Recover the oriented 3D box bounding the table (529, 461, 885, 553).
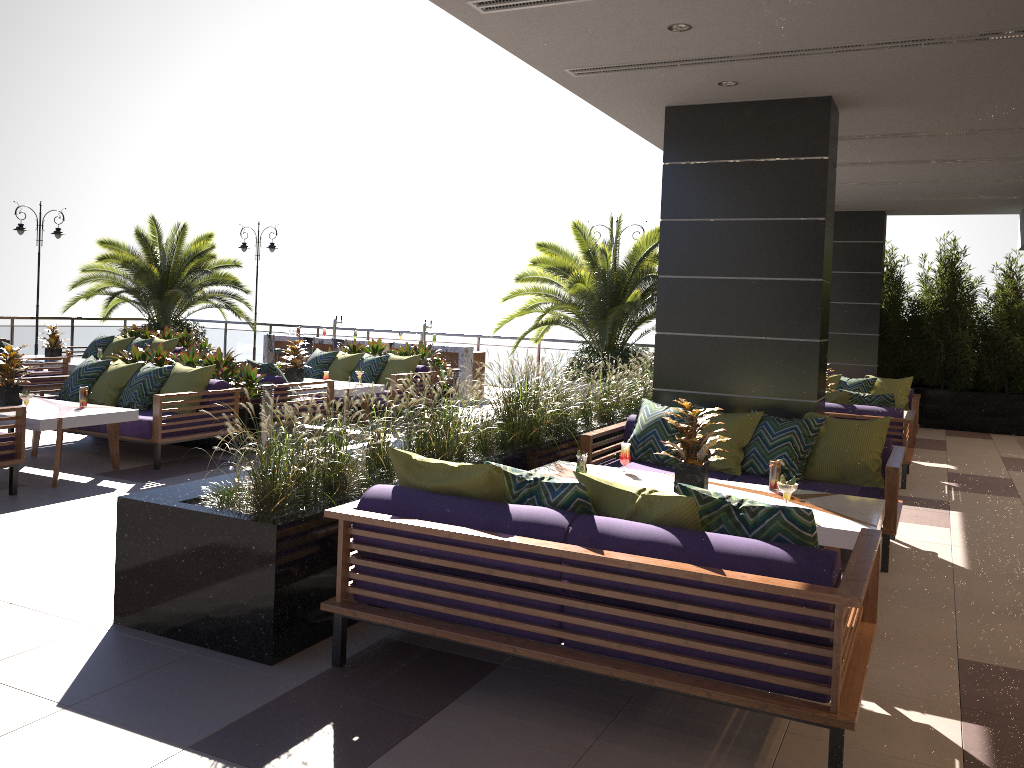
[{"bbox_3d":[1.013,0.894,5.109,2.040,0.553,0.942,5,4,26],"label":"table"}]

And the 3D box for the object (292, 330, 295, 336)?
[{"bbox_3d":[-4.264,-0.959,17.384,0.105,0.208,0.105,2,2,1],"label":"object"}]

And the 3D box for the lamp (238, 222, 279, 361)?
[{"bbox_3d":[-5.672,-1.964,19.637,1.123,3.323,0.264,3,1,26],"label":"lamp"}]

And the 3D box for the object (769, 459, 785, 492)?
[{"bbox_3d":[1.552,0.536,5.202,0.067,0.189,0.085,1,2,-39],"label":"object"}]

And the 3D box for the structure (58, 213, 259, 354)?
[{"bbox_3d":[-7.262,-1.923,18.546,3.799,3.298,3.762,2,3,-7],"label":"structure"}]

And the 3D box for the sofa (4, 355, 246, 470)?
[{"bbox_3d":[-3.857,0.209,8.785,2.129,0.918,1.120,4,4,26],"label":"sofa"}]

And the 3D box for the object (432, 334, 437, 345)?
[{"bbox_3d":[-1.360,-0.783,15.524,0.069,0.197,0.082,2,2,-28],"label":"object"}]

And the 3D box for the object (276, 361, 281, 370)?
[{"bbox_3d":[-3.112,-0.203,11.818,0.082,0.197,0.069,2,2,-23],"label":"object"}]

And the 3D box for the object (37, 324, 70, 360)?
[{"bbox_3d":[-6.791,-0.623,13.084,0.424,0.526,0.431,0,3,-37],"label":"object"}]

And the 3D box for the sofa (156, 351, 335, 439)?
[{"bbox_3d":[-3.228,0.122,10.155,2.129,0.918,1.120,4,4,26],"label":"sofa"}]

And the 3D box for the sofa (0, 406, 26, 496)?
[{"bbox_3d":[-4.875,0.337,6.709,2.129,0.918,1.120,4,4,26],"label":"sofa"}]

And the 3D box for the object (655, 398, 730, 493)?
[{"bbox_3d":[1.032,0.356,5.089,0.431,0.526,0.425,4,3,38],"label":"object"}]

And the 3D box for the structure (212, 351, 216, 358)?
[{"bbox_3d":[-4.835,-0.188,14.440,0.100,0.699,0.180,3,2,26],"label":"structure"}]

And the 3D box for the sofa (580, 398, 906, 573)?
[{"bbox_3d":[1.677,0.628,6.449,2.129,0.918,1.120,4,4,26],"label":"sofa"}]

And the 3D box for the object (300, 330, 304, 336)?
[{"bbox_3d":[-4.135,-0.953,17.375,0.105,0.208,0.105,2,2,1],"label":"object"}]

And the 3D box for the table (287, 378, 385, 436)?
[{"bbox_3d":[-2.734,0.241,11.177,2.040,0.553,0.942,5,4,26],"label":"table"}]

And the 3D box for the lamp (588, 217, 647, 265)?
[{"bbox_3d":[1.832,-1.357,16.011,1.123,3.323,0.264,3,1,26],"label":"lamp"}]

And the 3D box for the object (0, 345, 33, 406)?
[{"bbox_3d":[-4.378,-0.083,7.718,0.431,0.526,0.425,5,4,43],"label":"object"}]

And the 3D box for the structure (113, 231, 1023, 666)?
[{"bbox_3d":[2.065,-0.195,3.200,7.828,3.116,24.750,4,5,26],"label":"structure"}]

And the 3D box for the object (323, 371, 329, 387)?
[{"bbox_3d":[-2.236,-0.063,10.646,0.069,0.181,0.069,3,2,14],"label":"object"}]

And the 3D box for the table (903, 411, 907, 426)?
[{"bbox_3d":[3.641,0.555,10.546,2.040,0.553,0.942,5,4,26],"label":"table"}]

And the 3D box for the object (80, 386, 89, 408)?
[{"bbox_3d":[-3.734,0.112,7.717,0.067,0.189,0.085,1,2,-34],"label":"object"}]

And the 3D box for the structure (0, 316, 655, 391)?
[{"bbox_3d":[-5.796,-0.064,10.250,12.936,1.057,17.519,5,5,26],"label":"structure"}]

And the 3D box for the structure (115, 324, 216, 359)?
[{"bbox_3d":[-5.937,-0.408,14.908,2.254,1.170,0.737,4,3,27],"label":"structure"}]

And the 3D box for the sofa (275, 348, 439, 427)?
[{"bbox_3d":[-2.217,-0.007,12.235,2.129,0.918,1.120,4,4,26],"label":"sofa"}]

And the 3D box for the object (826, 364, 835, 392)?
[{"bbox_3d":[3.662,0.017,10.537,0.431,0.526,0.425,5,4,43],"label":"object"}]

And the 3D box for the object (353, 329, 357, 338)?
[{"bbox_3d":[-2.881,-0.913,16.263,0.069,0.211,0.069,3,2,9],"label":"object"}]

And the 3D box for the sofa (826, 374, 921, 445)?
[{"bbox_3d":[4.202,0.304,11.673,2.129,0.918,1.120,4,4,26],"label":"sofa"}]

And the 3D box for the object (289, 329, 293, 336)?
[{"bbox_3d":[-4.356,-0.972,17.486,0.105,0.208,0.105,2,2,1],"label":"object"}]

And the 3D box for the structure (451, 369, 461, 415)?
[{"bbox_3d":[-0.796,0.139,12.488,0.100,0.699,0.180,3,2,26],"label":"structure"}]

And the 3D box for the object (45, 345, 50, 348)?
[{"bbox_3d":[-7.157,-0.521,13.660,0.105,0.197,0.106,1,2,-31],"label":"object"}]

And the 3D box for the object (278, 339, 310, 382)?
[{"bbox_3d":[-2.724,-0.295,11.130,0.426,0.526,0.430,4,3,38],"label":"object"}]

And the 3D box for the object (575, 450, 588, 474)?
[{"bbox_3d":[0.401,0.486,5.102,0.069,0.211,0.069,3,2,9],"label":"object"}]

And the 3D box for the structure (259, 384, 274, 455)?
[{"bbox_3d":[-2.491,0.357,8.983,0.100,0.699,0.180,3,2,26],"label":"structure"}]

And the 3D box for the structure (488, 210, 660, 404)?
[{"bbox_3d":[1.565,-1.214,14.345,3.798,3.298,3.763,1,3,-22],"label":"structure"}]

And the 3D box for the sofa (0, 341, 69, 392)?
[{"bbox_3d":[-7.257,-0.204,12.102,2.129,0.918,1.120,4,4,26],"label":"sofa"}]

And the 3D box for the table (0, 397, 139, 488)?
[{"bbox_3d":[-4.389,0.454,7.752,2.040,0.553,0.942,5,4,26],"label":"table"}]

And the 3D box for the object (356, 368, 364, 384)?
[{"bbox_3d":[-1.932,-0.106,11.235,0.105,0.197,0.106,1,2,-31],"label":"object"}]

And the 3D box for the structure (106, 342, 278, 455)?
[{"bbox_3d":[-3.544,0.137,9.481,2.423,1.171,0.701,4,3,27],"label":"structure"}]

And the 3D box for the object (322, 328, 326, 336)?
[{"bbox_3d":[-3.514,-0.949,16.569,0.069,0.181,0.069,2,2,-2],"label":"object"}]

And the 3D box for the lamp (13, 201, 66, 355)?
[{"bbox_3d":[-9.292,-1.926,17.359,0.264,3.323,1.122,3,2,26],"label":"lamp"}]

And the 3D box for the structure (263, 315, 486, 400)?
[{"bbox_3d":[-2.630,-0.576,16.433,4.407,1.327,0.805,4,3,26],"label":"structure"}]

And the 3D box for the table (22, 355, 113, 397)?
[{"bbox_3d":[-6.752,-0.084,13.119,2.040,0.553,0.942,5,4,26],"label":"table"}]

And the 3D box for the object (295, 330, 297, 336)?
[{"bbox_3d":[-4.192,-0.948,17.283,0.105,0.208,0.105,2,2,1],"label":"object"}]

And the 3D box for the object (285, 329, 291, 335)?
[{"bbox_3d":[-4.399,-0.965,17.380,0.105,0.208,0.105,2,2,1],"label":"object"}]

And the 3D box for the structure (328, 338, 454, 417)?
[{"bbox_3d":[-1.859,-0.081,12.975,2.254,1.170,0.737,4,3,27],"label":"structure"}]

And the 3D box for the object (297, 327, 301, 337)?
[{"bbox_3d":[-4.057,-0.997,16.828,0.067,0.189,0.085,1,2,-39],"label":"object"}]

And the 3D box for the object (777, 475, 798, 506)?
[{"bbox_3d":[1.439,0.575,4.628,0.105,0.197,0.106,1,2,-36],"label":"object"}]

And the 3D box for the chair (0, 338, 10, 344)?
[{"bbox_3d":[-9.577,-0.559,15.869,0.715,0.815,0.714,4,3,26],"label":"chair"}]

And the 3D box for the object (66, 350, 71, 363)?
[{"bbox_3d":[-6.310,-0.395,12.591,0.067,0.189,0.085,1,2,-34],"label":"object"}]

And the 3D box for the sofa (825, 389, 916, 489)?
[{"bbox_3d":[3.085,0.447,9.361,2.129,0.918,1.120,4,4,26],"label":"sofa"}]

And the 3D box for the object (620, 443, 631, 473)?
[{"bbox_3d":[0.721,0.470,5.642,0.069,0.181,0.069,3,2,9],"label":"object"}]

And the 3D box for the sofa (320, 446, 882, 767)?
[{"bbox_3d":[0.394,0.794,3.795,2.129,0.918,1.120,4,4,26],"label":"sofa"}]

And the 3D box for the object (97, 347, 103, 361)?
[{"bbox_3d":[-6.142,-0.448,13.196,0.069,0.211,0.069,3,2,14],"label":"object"}]

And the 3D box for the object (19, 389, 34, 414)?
[{"bbox_3d":[-3.964,0.139,7.225,0.105,0.197,0.106,1,2,-31],"label":"object"}]

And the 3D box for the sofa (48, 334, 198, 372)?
[{"bbox_3d":[-6.239,-0.332,14.178,2.129,0.918,1.120,4,4,26],"label":"sofa"}]
